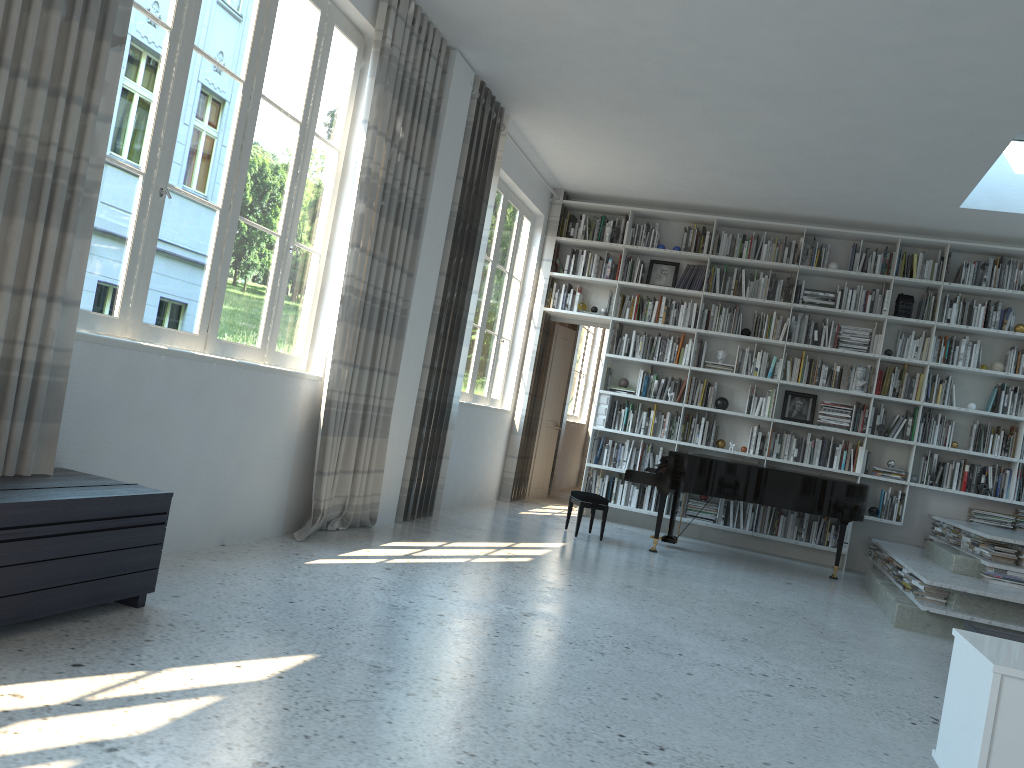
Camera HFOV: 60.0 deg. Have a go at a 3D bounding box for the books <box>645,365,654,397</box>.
[{"bbox_3d":[1.379,-0.020,8.898,0.011,0.336,0.153,10,-1,16],"label":"books"}]

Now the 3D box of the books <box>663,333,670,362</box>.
[{"bbox_3d":[1.546,-0.348,8.881,0.011,0.304,0.130,10,-1,16],"label":"books"}]

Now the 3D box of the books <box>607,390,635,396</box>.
[{"bbox_3d":[1.111,0.099,8.959,0.285,0.012,0.159,9,-2,19],"label":"books"}]

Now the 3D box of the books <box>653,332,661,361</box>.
[{"bbox_3d":[1.454,-0.362,8.888,0.013,0.300,0.152,10,-1,16],"label":"books"}]

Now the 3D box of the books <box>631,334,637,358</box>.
[{"bbox_3d":[1.237,-0.371,8.946,0.011,0.246,0.176,10,-1,16],"label":"books"}]

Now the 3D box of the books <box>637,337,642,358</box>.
[{"bbox_3d":[1.296,-0.353,8.933,0.014,0.230,0.148,10,-1,16],"label":"books"}]

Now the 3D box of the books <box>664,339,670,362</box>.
[{"bbox_3d":[1.550,-0.321,8.873,0.011,0.251,0.139,10,-1,16],"label":"books"}]

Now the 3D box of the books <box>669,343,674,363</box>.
[{"bbox_3d":[1.597,-0.296,8.852,0.012,0.217,0.160,10,-1,16],"label":"books"}]

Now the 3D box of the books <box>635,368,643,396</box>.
[{"bbox_3d":[1.281,-0.011,8.914,0.012,0.285,0.159,10,-1,16],"label":"books"}]

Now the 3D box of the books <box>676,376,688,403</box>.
[{"bbox_3d":[1.690,0.061,8.756,0.082,0.276,0.228,10,-1,16],"label":"books"}]

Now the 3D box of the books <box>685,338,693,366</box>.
[{"bbox_3d":[1.759,-0.303,8.810,0.027,0.286,0.148,10,-1,16],"label":"books"}]

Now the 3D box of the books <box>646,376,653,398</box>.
[{"bbox_3d":[1.391,0.035,8.897,0.030,0.231,0.148,10,-1,16],"label":"books"}]

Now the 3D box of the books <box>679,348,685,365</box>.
[{"bbox_3d":[1.693,-0.263,8.821,0.030,0.183,0.152,10,-1,16],"label":"books"}]

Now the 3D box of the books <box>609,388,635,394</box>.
[{"bbox_3d":[1.115,0.075,8.960,0.254,0.012,0.161,10,-2,13],"label":"books"}]

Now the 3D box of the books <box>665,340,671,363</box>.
[{"bbox_3d":[1.571,-0.313,8.876,0.028,0.242,0.131,10,-1,16],"label":"books"}]

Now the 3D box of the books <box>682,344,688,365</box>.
[{"bbox_3d":[1.725,-0.277,8.813,0.031,0.223,0.145,10,-1,16],"label":"books"}]

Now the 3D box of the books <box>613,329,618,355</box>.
[{"bbox_3d":[1.058,-0.412,8.990,0.027,0.266,0.176,10,-1,16],"label":"books"}]

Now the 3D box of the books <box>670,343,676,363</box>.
[{"bbox_3d":[1.614,-0.295,8.852,0.021,0.220,0.148,10,-1,16],"label":"books"}]

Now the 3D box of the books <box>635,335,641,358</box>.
[{"bbox_3d":[1.272,-0.363,8.960,0.049,0.243,0.139,10,-1,16],"label":"books"}]

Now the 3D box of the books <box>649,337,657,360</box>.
[{"bbox_3d":[1.427,-0.344,8.913,0.047,0.256,0.141,10,-1,16],"label":"books"}]

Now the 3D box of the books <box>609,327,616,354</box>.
[{"bbox_3d":[1.027,-0.426,9.027,0.012,0.285,0.159,10,-1,16],"label":"books"}]

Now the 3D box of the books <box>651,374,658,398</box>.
[{"bbox_3d":[1.427,0.031,8.861,0.011,0.250,0.172,10,-1,16],"label":"books"}]

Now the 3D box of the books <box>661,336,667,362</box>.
[{"bbox_3d":[1.529,-0.335,8.869,0.012,0.272,0.145,10,-1,16],"label":"books"}]

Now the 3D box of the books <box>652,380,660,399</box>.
[{"bbox_3d":[1.437,0.063,8.843,0.029,0.190,0.189,10,-1,16],"label":"books"}]

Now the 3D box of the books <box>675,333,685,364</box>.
[{"bbox_3d":[1.674,-0.338,8.828,0.035,0.325,0.170,10,-1,16],"label":"books"}]

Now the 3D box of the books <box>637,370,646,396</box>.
[{"bbox_3d":[1.297,-0.002,8.908,0.024,0.273,0.150,10,-1,16],"label":"books"}]

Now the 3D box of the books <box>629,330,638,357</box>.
[{"bbox_3d":[1.227,-0.391,8.959,0.023,0.281,0.174,10,-1,16],"label":"books"}]

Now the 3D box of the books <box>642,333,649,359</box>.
[{"bbox_3d":[1.344,-0.366,8.928,0.011,0.271,0.158,10,-1,16],"label":"books"}]

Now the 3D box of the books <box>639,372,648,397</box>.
[{"bbox_3d":[1.324,0.011,8.907,0.031,0.255,0.143,10,-1,16],"label":"books"}]

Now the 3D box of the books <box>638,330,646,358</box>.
[{"bbox_3d":[1.313,-0.382,8.928,0.011,0.293,0.183,10,-1,16],"label":"books"}]

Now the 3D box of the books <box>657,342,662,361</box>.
[{"bbox_3d":[1.484,-0.308,8.887,0.021,0.205,0.130,10,-1,16],"label":"books"}]

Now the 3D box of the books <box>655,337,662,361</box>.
[{"bbox_3d":[1.469,-0.337,8.893,0.021,0.256,0.156,10,-1,16],"label":"books"}]

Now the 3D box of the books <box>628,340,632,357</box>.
[{"bbox_3d":[1.203,-0.346,8.986,0.021,0.187,0.129,10,-1,16],"label":"books"}]

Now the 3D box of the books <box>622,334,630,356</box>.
[{"bbox_3d":[1.151,-0.381,8.967,0.022,0.235,0.177,10,-1,16],"label":"books"}]

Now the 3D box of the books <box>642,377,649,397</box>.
[{"bbox_3d":[1.340,0.037,8.870,0.029,0.208,0.189,10,-1,16],"label":"books"}]

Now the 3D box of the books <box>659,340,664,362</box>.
[{"bbox_3d":[1.499,-0.319,8.869,0.013,0.229,0.177,10,-1,16],"label":"books"}]

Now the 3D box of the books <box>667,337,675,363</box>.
[{"bbox_3d":[1.586,-0.327,8.843,0.015,0.275,0.157,10,-1,16],"label":"books"}]

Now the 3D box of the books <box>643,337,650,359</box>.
[{"bbox_3d":[1.353,-0.348,8.907,0.024,0.237,0.167,10,-1,16],"label":"books"}]

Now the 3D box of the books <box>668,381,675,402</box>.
[{"bbox_3d":[1.593,0.080,8.810,0.030,0.207,0.172,10,-1,16],"label":"books"}]

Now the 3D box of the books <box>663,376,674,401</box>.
[{"bbox_3d":[1.556,0.050,8.830,0.060,0.255,0.158,10,-1,16],"label":"books"}]

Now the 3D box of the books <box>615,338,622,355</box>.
[{"bbox_3d":[1.093,-0.363,8.980,0.037,0.182,0.189,10,-1,16],"label":"books"}]

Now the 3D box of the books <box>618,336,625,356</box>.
[{"bbox_3d":[1.123,-0.371,8.991,0.042,0.208,0.143,10,-1,16],"label":"books"}]

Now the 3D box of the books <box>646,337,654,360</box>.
[{"bbox_3d":[1.387,-0.344,8.906,0.023,0.242,0.184,10,-1,16],"label":"books"}]

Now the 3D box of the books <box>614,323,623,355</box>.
[{"bbox_3d":[1.082,-0.442,8.982,0.012,0.333,0.184,10,-1,16],"label":"books"}]

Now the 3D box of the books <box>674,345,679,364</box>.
[{"bbox_3d":[1.640,-0.282,8.833,0.013,0.203,0.161,10,-1,16],"label":"books"}]

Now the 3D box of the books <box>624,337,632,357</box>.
[{"bbox_3d":[1.170,-0.362,8.950,0.028,0.203,0.188,10,-1,16],"label":"books"}]

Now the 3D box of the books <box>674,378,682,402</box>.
[{"bbox_3d":[1.650,0.068,8.808,0.021,0.251,0.154,10,-1,16],"label":"books"}]

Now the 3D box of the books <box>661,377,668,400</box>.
[{"bbox_3d":[1.524,0.052,8.854,0.013,0.242,0.141,10,-1,16],"label":"books"}]

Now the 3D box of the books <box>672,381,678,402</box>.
[{"bbox_3d":[1.623,0.085,8.811,0.027,0.209,0.144,10,-1,16],"label":"books"}]

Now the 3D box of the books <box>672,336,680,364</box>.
[{"bbox_3d":[1.638,-0.327,8.852,0.015,0.292,0.144,10,-1,16],"label":"books"}]

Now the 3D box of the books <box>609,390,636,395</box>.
[{"bbox_3d":[1.114,0.087,8.964,0.254,0.012,0.161,10,-2,17],"label":"books"}]

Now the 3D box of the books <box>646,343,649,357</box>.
[{"bbox_3d":[1.373,-0.326,8.928,0.010,0.204,0.139,10,-1,16],"label":"books"}]

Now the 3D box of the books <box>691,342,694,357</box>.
[{"bbox_3d":[1.787,-0.284,8.802,0.036,0.257,0.123,10,-1,16],"label":"books"}]

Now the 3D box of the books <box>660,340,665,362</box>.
[{"bbox_3d":[1.514,-0.315,8.876,0.013,0.227,0.152,10,-1,16],"label":"books"}]

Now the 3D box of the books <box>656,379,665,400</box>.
[{"bbox_3d":[1.489,0.060,8.864,0.056,0.214,0.143,10,-1,16],"label":"books"}]

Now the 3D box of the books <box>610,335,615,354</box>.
[{"bbox_3d":[1.036,-0.386,9.012,0.026,0.209,0.155,10,-1,16],"label":"books"}]

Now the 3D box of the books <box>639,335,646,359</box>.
[{"bbox_3d":[1.322,-0.358,8.915,0.021,0.247,0.189,10,-1,16],"label":"books"}]

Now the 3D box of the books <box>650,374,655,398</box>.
[{"bbox_3d":[1.416,0.030,8.884,0.022,0.249,0.129,10,-1,16],"label":"books"}]
